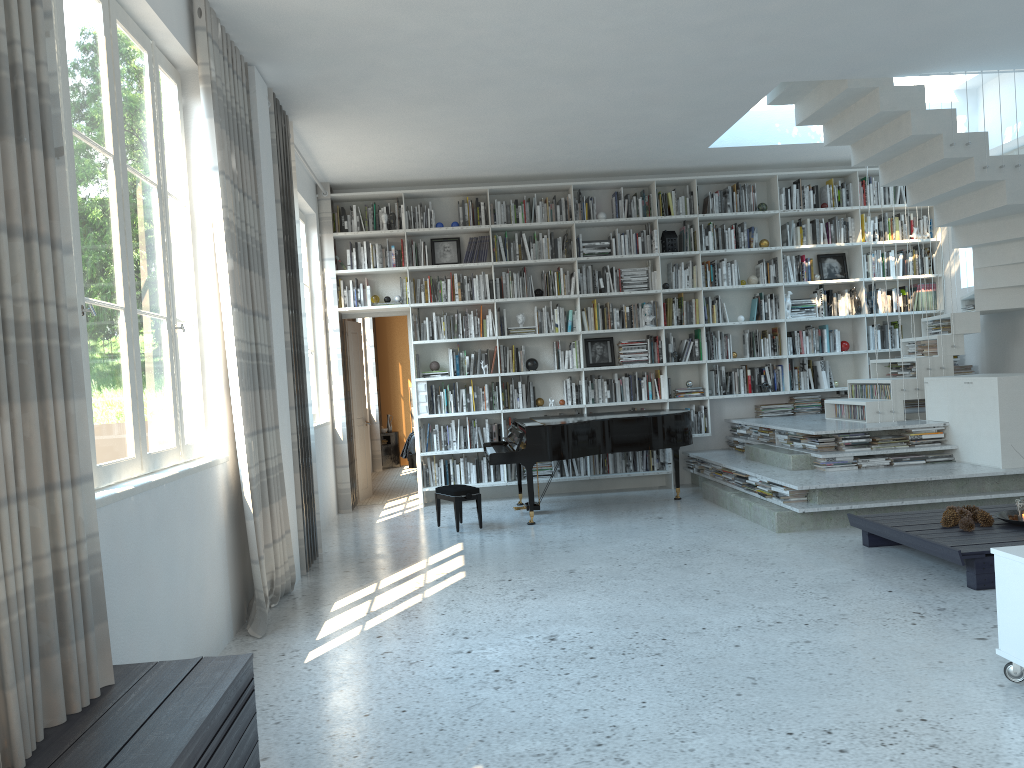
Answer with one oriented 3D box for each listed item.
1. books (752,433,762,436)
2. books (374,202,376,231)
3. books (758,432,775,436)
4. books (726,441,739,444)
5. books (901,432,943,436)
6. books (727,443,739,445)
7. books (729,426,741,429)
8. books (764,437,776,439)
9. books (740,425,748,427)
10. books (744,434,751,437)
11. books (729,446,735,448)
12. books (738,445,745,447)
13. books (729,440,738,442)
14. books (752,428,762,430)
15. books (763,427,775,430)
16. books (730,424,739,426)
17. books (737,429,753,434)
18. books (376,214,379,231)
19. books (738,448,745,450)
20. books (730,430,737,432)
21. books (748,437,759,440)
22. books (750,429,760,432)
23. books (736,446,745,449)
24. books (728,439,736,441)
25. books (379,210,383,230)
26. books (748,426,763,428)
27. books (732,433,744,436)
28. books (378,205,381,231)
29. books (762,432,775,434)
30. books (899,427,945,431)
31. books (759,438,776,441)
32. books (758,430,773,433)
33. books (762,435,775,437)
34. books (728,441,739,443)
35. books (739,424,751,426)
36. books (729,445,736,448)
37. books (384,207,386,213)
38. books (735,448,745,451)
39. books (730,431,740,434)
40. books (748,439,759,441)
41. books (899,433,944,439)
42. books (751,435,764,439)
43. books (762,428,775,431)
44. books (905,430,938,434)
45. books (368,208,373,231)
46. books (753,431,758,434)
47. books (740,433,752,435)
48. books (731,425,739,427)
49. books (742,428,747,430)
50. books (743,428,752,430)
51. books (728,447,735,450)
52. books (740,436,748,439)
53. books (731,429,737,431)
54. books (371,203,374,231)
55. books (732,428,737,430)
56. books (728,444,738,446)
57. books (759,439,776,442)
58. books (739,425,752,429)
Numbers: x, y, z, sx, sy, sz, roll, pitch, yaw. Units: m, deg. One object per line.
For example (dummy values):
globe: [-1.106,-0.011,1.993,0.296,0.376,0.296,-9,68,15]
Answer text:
books: [2.424,0.481,8.546,0.154,0.018,0.221,-4,0,-5]
books: [-1.373,-1.659,8.903,0.029,0.314,0.129,-4,1,-4]
books: [2.430,0.461,8.258,0.179,0.017,0.293,-4,0,-3]
books: [2.335,0.601,9.173,0.184,0.006,0.262,-4,0,-3]
books: [3.317,0.399,7.184,0.261,0.012,0.179,-4,0,0]
books: [2.348,0.615,9.174,0.158,0.012,0.278,-4,0,-5]
books: [2.362,0.441,9.137,0.171,0.015,0.253,-4,0,-9]
books: [2.453,0.494,8.260,0.138,0.017,0.237,-4,0,-5]
books: [2.395,0.411,8.848,0.159,0.007,0.285,-4,0,-5]
books: [2.414,0.508,8.851,0.131,0.021,0.240,-4,0,-2]
books: [2.349,0.649,9.175,0.144,0.005,0.257,-4,0,1]
books: [2.371,0.613,8.863,0.159,0.009,0.228,-4,0,-3]
books: [2.343,0.581,9.173,0.152,0.015,0.208,-4,0,1]
books: [2.420,0.433,8.545,0.160,0.010,0.179,-4,0,-4]
books: [2.438,0.404,8.257,0.139,0.028,0.261,-4,0,1]
books: [2.371,0.419,9.138,0.159,0.011,0.246,-4,0,-7]
books: [2.380,0.468,8.848,0.189,0.030,0.237,-4,0,-7]
books: [-1.343,-1.597,8.896,0.024,0.187,0.159,-4,1,-4]
books: [2.372,0.641,8.864,0.160,0.014,0.268,-4,0,-5]
books: [2.371,0.481,9.139,0.179,0.012,0.261,-4,0,-4]
books: [2.407,0.520,8.545,0.190,0.012,0.235,-4,0,-6]
books: [2.415,0.442,8.544,0.167,0.008,0.234,-4,0,-5]
books: [2.358,0.626,8.863,0.180,0.017,0.182,-4,0,-7]
books: [2.336,0.570,9.172,0.174,0.009,0.240,-4,0,-2]
books: [-1.309,-1.619,8.903,0.021,0.226,0.156,-4,1,-4]
books: [2.406,0.408,8.543,0.165,0.015,0.243,-4,0,-9]
books: [2.378,0.512,9.140,0.163,0.017,0.232,-4,0,-2]
books: [-1.327,-1.642,8.903,0.013,0.275,0.158,-4,1,-4]
books: [2.432,0.446,8.258,0.161,0.012,0.254,-4,0,0]
books: [3.315,0.363,7.180,0.285,0.013,0.181,-4,0,-9]
books: [2.432,0.511,8.259,0.177,0.014,0.247,-4,0,-6]
books: [2.425,0.436,8.257,0.187,0.009,0.261,-4,0,-5]
books: [2.440,0.478,8.259,0.159,0.018,0.203,-4,0,-6]
books: [2.342,0.593,9.173,0.159,0.009,0.210,-4,0,0]
books: [2.383,0.399,8.847,0.171,0.020,0.193,-4,0,-9]
books: [2.358,0.639,9.175,0.147,0.014,0.292,-4,0,-4]
books: [-1.264,-1.635,8.903,0.021,0.253,0.179,-4,1,-4]
books: [2.355,0.653,8.863,0.187,0.009,0.261,-4,0,-1]
books: [2.368,0.496,9.139,0.175,0.017,0.265,-4,0,-1]
books: [2.412,0.532,8.546,0.183,0.012,0.296,-4,0,-5]
books: [3.318,0.420,7.193,0.284,0.030,0.177,-4,0,-3]
books: [2.414,0.502,8.545,0.164,0.023,0.242,-4,0,0]
books: [2.450,0.424,8.258,0.128,0.013,0.296,-4,0,-6]
books: [3.316,0.381,7.191,0.192,0.024,0.167,-4,0,1]
books: [-1.415,-1.628,8.904,0.030,0.257,0.130,-4,1,-4]
books: [2.427,0.465,8.546,0.150,0.013,0.215,-4,0,-4]
books: [2.400,0.494,8.849,0.152,0.009,0.259,-4,0,-7]
books: [2.372,0.429,9.138,0.167,0.008,0.234,-4,0,-5]
books: [2.390,0.449,8.848,0.171,0.007,0.206,-4,0,-2]
books: [2.396,0.439,8.848,0.143,0.012,0.264,-4,0,1]
books: [2.350,0.661,9.175,0.163,0.019,0.187,-4,0,-5]
books: [2.396,0.528,8.850,0.173,0.017,0.233,-4,0,-5]
books: [2.377,0.470,9.139,0.156,0.009,0.287,-4,0,-6]
books: [-1.394,-1.652,8.891,0.014,0.304,0.145,-4,1,-4]
books: [2.385,0.462,9.139,0.145,0.008,0.297,-4,0,-5]
books: [2.346,0.627,9.174,0.170,0.012,0.215,-4,0,-4]
books: [2.426,0.524,8.258,0.182,0.011,0.253,-4,0,0]
books: [2.394,0.424,8.848,0.163,0.018,0.289,-4,0,-5]
